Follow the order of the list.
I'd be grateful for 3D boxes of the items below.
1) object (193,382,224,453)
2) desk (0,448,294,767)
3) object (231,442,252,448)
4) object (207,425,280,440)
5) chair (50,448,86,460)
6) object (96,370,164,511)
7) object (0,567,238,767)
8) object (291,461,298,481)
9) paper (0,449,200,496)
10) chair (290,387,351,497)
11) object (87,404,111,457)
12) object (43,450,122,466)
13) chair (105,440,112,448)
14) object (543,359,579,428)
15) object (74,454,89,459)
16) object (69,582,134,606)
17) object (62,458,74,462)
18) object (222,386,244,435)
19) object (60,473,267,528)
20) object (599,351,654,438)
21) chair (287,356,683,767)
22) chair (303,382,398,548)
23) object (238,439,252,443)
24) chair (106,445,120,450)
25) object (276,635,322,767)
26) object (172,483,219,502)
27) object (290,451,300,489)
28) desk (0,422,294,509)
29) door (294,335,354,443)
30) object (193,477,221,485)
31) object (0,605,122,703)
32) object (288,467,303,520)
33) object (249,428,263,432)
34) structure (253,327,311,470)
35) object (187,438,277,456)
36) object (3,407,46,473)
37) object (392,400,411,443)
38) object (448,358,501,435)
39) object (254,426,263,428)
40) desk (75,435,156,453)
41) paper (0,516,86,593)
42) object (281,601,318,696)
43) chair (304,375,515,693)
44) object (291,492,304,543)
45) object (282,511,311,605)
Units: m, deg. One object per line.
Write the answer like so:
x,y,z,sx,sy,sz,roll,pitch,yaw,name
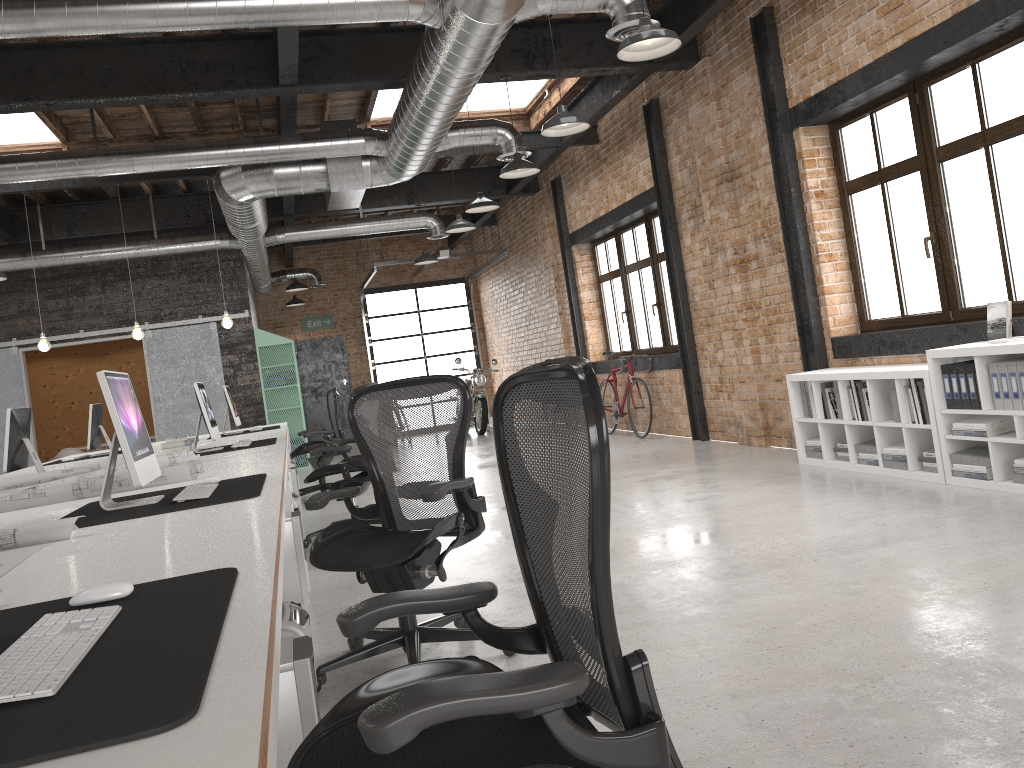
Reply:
-2.156,0.228,6.206,0.190,0.485,0.483,-8,0,-14,object
-1.802,0.911,2.573,2.316,0.770,5.100,-9,1,-14,desk
-1.902,0.426,6.231,0.119,0.017,0.438,-9,1,-14,object
-2.687,0.485,8.918,0.688,0.008,0.846,-9,2,-15,object
-6.437,1.314,13.062,0.619,0.778,0.579,-8,0,-19,chair
-1.403,0.196,3.210,0.190,0.485,0.483,-8,0,-14,object
-0.756,0.401,1.226,0.688,0.008,0.846,-9,2,-14,object
-2.126,0.964,8.305,0.251,0.466,0.337,-8,0,-14,object
-2.500,0.520,5.110,1.071,0.105,0.979,-7,2,40,paper
-1.976,0.610,9.048,0.795,1.087,0.767,-8,-1,-36,chair
-3.910,0.428,8.382,0.190,0.485,0.483,-8,0,-14,object
-3.987,0.689,8.353,0.688,0.008,0.846,-9,2,-15,object
-6.680,1.298,15.040,0.619,0.778,0.579,-8,0,-19,chair
0.683,0.136,13.193,0.402,1.041,1.733,-8,1,-20,object
-4.096,0.692,8.346,0.119,0.017,0.438,-9,1,-14,object
-0.724,0.368,1.561,0.106,0.028,0.059,-9,1,-13,object
-4.024,0.683,8.027,0.106,0.028,0.059,-9,1,-13,object
-2.828,0.257,8.886,0.190,0.485,0.483,-8,0,-14,object
-1.258,0.422,3.226,0.688,0.008,0.846,-9,2,-14,object
1.310,0.109,10.691,0.402,1.041,1.733,-8,1,-20,object
-0.072,0.530,1.380,0.795,1.087,0.767,-8,-1,-31,chair
-1.184,0.563,6.383,0.793,1.087,0.769,-8,0,-6,chair
-1.976,0.422,6.550,0.106,0.028,0.059,-9,1,-15,object
-5.760,1.210,13.238,0.619,0.778,0.579,-8,0,-19,chair
-0.731,0.925,2.167,0.542,0.455,0.220,-8,-1,-14,object
-1.150,0.393,3.235,0.119,0.017,0.438,-9,1,-14,object
-2.607,1.007,9.639,0.542,0.455,0.220,-8,-1,-14,object
-3.046,0.965,7.529,2.316,0.770,5.100,-9,1,-14,desk
-3.702,0.127,17.688,1.000,2.102,0.217,-8,-1,-14,door
-1.224,0.389,3.554,0.106,0.028,0.059,-9,1,-15,object
-0.650,0.372,1.242,0.119,0.017,0.438,-9,1,-14,object
-2.086,0.984,7.565,0.542,0.455,0.220,-8,-1,-14,object
-2.575,0.455,8.910,0.119,0.017,0.438,-9,1,-14,object
-3.388,0.198,13.145,0.557,2.102,1.115,-8,-1,-14,structure
-2.015,0.455,6.240,0.688,0.008,0.846,-9,2,-14,object
-3.310,0.402,5.993,0.190,0.485,0.483,-8,0,-14,object
-2.058,0.563,15.923,0.410,1.034,1.732,-8,1,-8,object
-0.684,0.196,15.367,0.815,1.361,2.169,-8,0,-26,object
-2.649,0.451,9.230,0.106,0.028,0.059,-9,1,-15,object
-6.036,1.250,14.162,2.002,0.732,0.996,-9,1,-14,desk
-1.579,0.465,2.030,0.977,0.105,1.073,-9,1,-17,paper
-0.686,0.902,2.568,0.251,0.466,0.337,-8,0,-14,object
-0.421,0.528,3.407,0.769,1.087,0.793,-8,0,9,chair
-1.448,0.935,5.604,0.251,0.466,0.337,-8,0,-14,object
-1.355,0.952,4.650,0.542,0.455,0.220,-8,-1,-14,object
